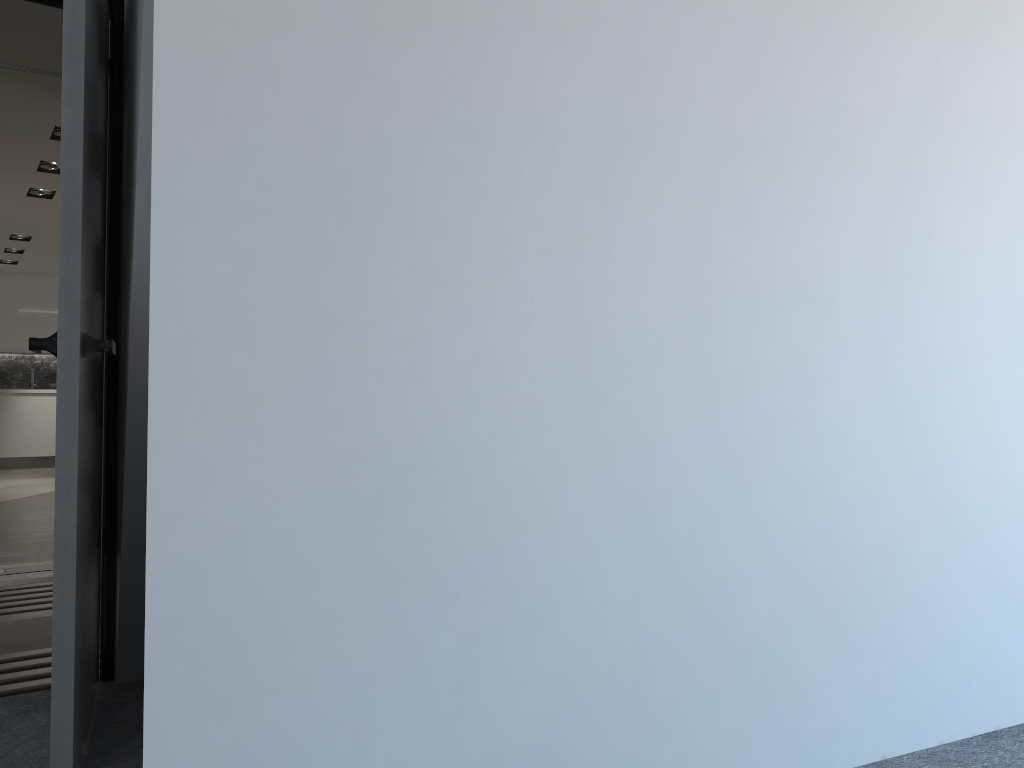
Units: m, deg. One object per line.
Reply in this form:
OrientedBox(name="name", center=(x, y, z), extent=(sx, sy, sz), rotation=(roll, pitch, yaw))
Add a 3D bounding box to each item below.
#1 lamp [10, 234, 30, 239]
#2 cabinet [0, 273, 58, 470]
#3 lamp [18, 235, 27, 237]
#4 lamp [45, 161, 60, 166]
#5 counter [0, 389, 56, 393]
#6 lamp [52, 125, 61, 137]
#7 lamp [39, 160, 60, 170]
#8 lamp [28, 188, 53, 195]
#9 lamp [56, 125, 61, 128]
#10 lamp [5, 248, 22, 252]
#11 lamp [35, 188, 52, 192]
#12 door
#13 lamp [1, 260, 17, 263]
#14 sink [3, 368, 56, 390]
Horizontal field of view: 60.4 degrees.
OrientedBox(name="lamp", center=(-5.017, -1.519, 8.968), extent=(0.167, 0.077, 0.186), rotation=(-1, -2, 39))
OrientedBox(name="cabinet", center=(-4.214, -0.188, 10.702), extent=(7.281, 2.501, 4.218), rotation=(1, -2, -34))
OrientedBox(name="lamp", center=(-4.924, -1.522, 8.825), extent=(0.186, 0.077, 0.168), rotation=(1, -2, -34))
OrientedBox(name="lamp", center=(-3.201, -1.578, 6.163), extent=(0.185, 0.077, 0.168), rotation=(1, -1, -28))
OrientedBox(name="counter", center=(-5.913, 0.080, 10.520), extent=(4.240, 0.041, 2.553), rotation=(1, -1, -34))
OrientedBox(name="lamp", center=(-2.798, -1.591, 5.541), extent=(0.186, 0.077, 0.167), rotation=(1, -2, -39))
OrientedBox(name="lamp", center=(-3.295, -1.575, 6.306), extent=(0.186, 0.077, 0.167), rotation=(1, -2, -39))
OrientedBox(name="lamp", center=(-3.797, -1.558, 7.081), extent=(0.171, 0.077, 0.183), rotation=(0, -1, 21))
OrientedBox(name="lamp", center=(-2.705, -1.594, 5.397), extent=(0.185, 0.077, 0.168), rotation=(1, -1, -28))
OrientedBox(name="lamp", center=(-5.519, -1.503, 9.739), extent=(0.167, 0.077, 0.186), rotation=(-1, -2, 39))
OrientedBox(name="lamp", center=(-3.704, -1.561, 6.937), extent=(0.185, 0.077, 0.168), rotation=(1, -1, -28))
OrientedBox(name="door", center=(-1.411, -0.164, 2.044), extent=(1.053, 2.094, 0.928), rotation=(1, -2, -34))
OrientedBox(name="lamp", center=(-6.017, -1.487, 10.510), extent=(0.169, 0.077, 0.184), rotation=(-1, -1, 27))
OrientedBox(name="sink", center=(-6.095, 0.057, 11.539), extent=(1.213, 0.521, 0.483), rotation=(1, -2, -35))
